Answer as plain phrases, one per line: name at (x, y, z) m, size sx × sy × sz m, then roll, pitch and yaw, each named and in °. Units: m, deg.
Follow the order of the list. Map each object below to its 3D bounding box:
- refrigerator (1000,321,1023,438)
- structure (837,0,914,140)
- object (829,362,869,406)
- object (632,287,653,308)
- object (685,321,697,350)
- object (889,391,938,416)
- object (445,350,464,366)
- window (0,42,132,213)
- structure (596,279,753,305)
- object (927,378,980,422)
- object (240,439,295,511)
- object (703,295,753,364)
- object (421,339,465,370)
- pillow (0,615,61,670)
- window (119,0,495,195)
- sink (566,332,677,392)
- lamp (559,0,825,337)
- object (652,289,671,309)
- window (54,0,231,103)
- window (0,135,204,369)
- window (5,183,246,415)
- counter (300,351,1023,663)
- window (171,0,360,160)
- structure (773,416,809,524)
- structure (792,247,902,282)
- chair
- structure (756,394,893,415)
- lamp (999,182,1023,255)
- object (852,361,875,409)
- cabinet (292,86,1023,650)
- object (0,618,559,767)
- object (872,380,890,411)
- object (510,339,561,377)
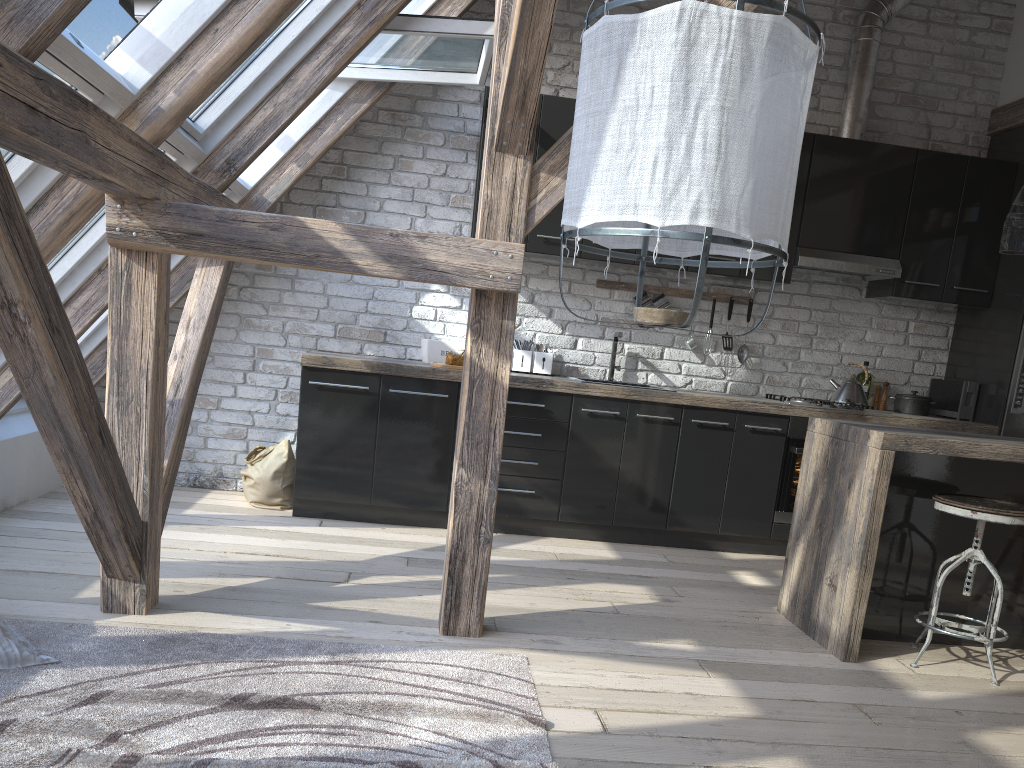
refrigerator at (3.098, 0.168, 4.386) m, size 0.853 × 1.956 × 0.925 m, roll 5°, pitch 8°, yaw -7°
structure at (2.391, -1.935, 4.947) m, size 0.984 × 1.308 × 0.166 m, roll 5°, pitch 10°, yaw -7°
object at (1.931, -0.006, 4.996) m, size 0.222 × 0.239 × 0.218 m, roll 4°, pitch 7°, yaw -17°
object at (0.753, -0.489, 5.072) m, size 0.117 × 0.141 × 0.091 m, roll 6°, pitch 8°, yaw -5°
object at (1.061, -0.364, 5.132) m, size 0.071 × 0.332 × 0.065 m, roll 5°, pitch 9°, yaw -7°
object at (2.393, 0.110, 5.254) m, size 0.248 × 0.143 × 0.205 m, roll 6°, pitch 5°, yaw -8°
object at (-0.293, -0.140, 4.628) m, size 0.090 × 0.089 × 0.085 m, roll 3°, pitch 7°, yaw -29°
window at (-1.710, -0.331, 2.286) m, size 1.098 × 1.300 × 0.840 m, roll 5°, pitch 8°, yaw -7°
structure at (0.952, -0.531, 5.100) m, size 0.933 × 0.047 × 0.080 m, roll 6°, pitch 5°, yaw -7°
object at (2.605, 0.091, 5.225) m, size 0.088 × 0.230 × 0.346 m, roll 5°, pitch 5°, yaw -6°
object at (-1.343, 0.466, 4.839) m, size 0.390 × 0.396 × 0.334 m, roll 8°, pitch 7°, yaw 19°
object at (1.271, -0.318, 5.130) m, size 0.283 × 0.388 × 0.068 m, roll 5°, pitch 9°, yaw -6°
object at (-0.282, -0.156, 4.802) m, size 0.382 × 0.136 × 0.580 m, roll 5°, pitch 3°, yaw -18°
pillow at (-1.599, 0.654, 2.359) m, size 0.470 × 0.246 × 0.535 m, roll 9°, pitch 5°, yaw 35°
window at (-0.853, -1.534, 3.995) m, size 1.522 × 1.299 × 0.840 m, roll 5°, pitch 8°, yaw -7°
sink at (0.598, -0.028, 4.902) m, size 0.527 × 0.524 × 0.505 m, roll 5°, pitch 6°, yaw -7°
lamp at (0.375, -1.044, 1.452) m, size 0.395 × 1.929 × 0.404 m, roll 12°, pitch 11°, yaw 34°
object at (0.862, -0.477, 5.078) m, size 0.117 × 0.141 × 0.092 m, roll 7°, pitch 8°, yaw 10°
window at (-0.647, -1.423, 2.198) m, size 1.408 × 1.299 × 0.840 m, roll 5°, pitch 8°, yaw -7°
window at (-1.807, -0.385, 3.185) m, size 1.098 × 1.300 × 0.840 m, roll 5°, pitch 8°, yaw -7°
window at (-1.904, -0.440, 4.084) m, size 1.098 × 1.300 × 0.840 m, roll 5°, pitch 8°, yaw -7°
counter at (0.836, 0.499, 4.205) m, size 3.817 × 0.867 × 2.207 m, roll 6°, pitch 4°, yaw -7°
window at (-0.695, -1.473, 3.104) m, size 1.098 × 1.300 × 0.840 m, roll 5°, pitch 8°, yaw -7°
structure at (1.740, 0.484, 5.097) m, size 0.588 × 0.600 × 0.574 m, roll 5°, pitch 6°, yaw -7°
structure at (1.851, -0.681, 5.025) m, size 0.600 × 0.105 × 0.363 m, roll 6°, pitch 3°, yaw -7°
chair at (1.701, 0.745, 3.277) m, size 0.350 × 0.648 × 0.350 m, roll 10°, pitch 9°, yaw 27°
structure at (1.778, 0.110, 5.053) m, size 0.606 × 0.032 × 0.489 m, roll 6°, pitch 3°, yaw -7°
lamp at (1.885, -1.111, 3.003) m, size 0.108 × 1.312 × 0.220 m, roll 5°, pitch 10°, yaw -5°
object at (2.126, 0.007, 5.297) m, size 0.089 × 0.288 × 0.080 m, roll 4°, pitch 9°, yaw -11°
cabinet at (1.118, -0.312, 4.157) m, size 4.220 × 2.554 × 2.056 m, roll 6°, pitch 7°, yaw -7°
object at (-0.880, 0.859, 1.252) m, size 2.190 × 0.057 × 3.138 m, roll 6°, pitch 3°, yaw -6°
object at (2.238, 0.067, 5.340) m, size 0.080 × 0.186 × 0.038 m, roll 7°, pitch 9°, yaw 6°
object at (0.062, -0.164, 5.029) m, size 0.405 × 0.204 × 0.144 m, roll 6°, pitch 7°, yaw -5°
